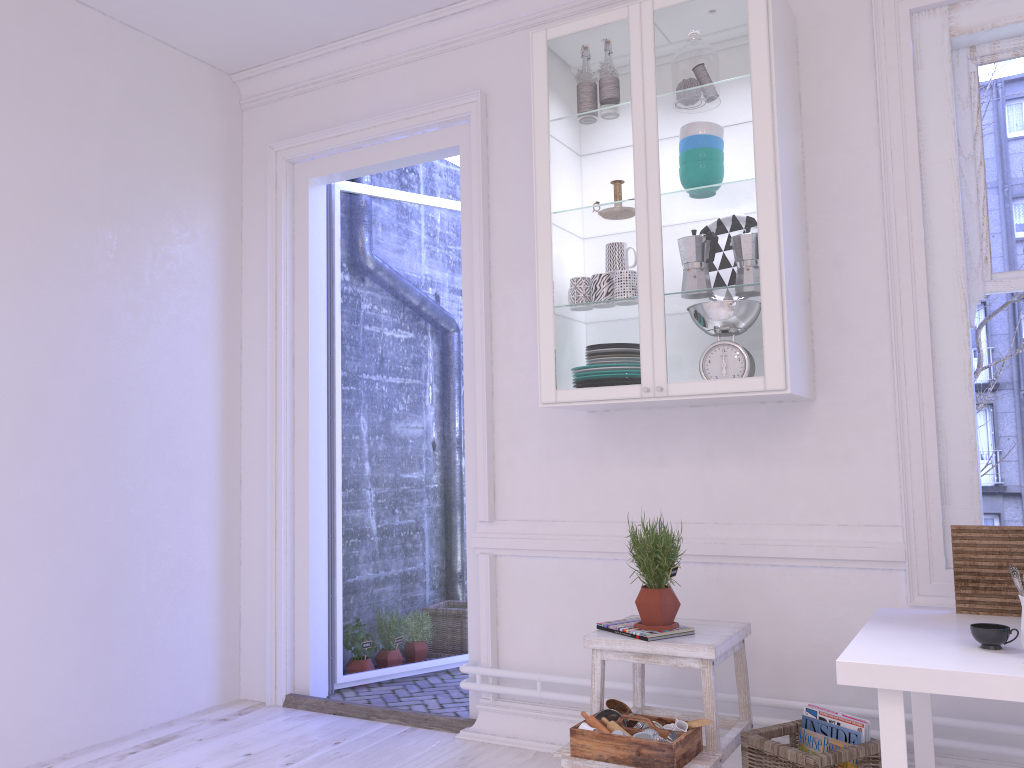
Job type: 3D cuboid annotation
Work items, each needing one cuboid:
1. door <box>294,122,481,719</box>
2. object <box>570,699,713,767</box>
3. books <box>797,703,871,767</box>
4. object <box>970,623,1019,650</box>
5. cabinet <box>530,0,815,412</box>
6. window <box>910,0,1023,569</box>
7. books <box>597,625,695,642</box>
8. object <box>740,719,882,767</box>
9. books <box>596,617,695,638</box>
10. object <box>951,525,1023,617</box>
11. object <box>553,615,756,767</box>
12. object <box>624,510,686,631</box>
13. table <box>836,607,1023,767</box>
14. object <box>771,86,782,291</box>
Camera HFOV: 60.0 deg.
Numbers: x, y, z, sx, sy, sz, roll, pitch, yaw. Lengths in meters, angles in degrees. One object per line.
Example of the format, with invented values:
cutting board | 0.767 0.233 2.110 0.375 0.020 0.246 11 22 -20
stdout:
door | -0.311 0.196 4.276 1.009 2.474 1.021 -4 -6 29
object | 0.353 0.954 2.418 0.358 0.110 0.211 -4 -6 31
books | 0.852 1.089 2.482 0.205 0.306 0.221 1 -6 -28
object | 1.064 0.562 1.970 0.079 0.048 0.082 0 -5 -11
cabinet | 0.521 -0.589 2.988 0.823 1.311 0.425 -4 -6 29
window | 1.899 -0.349 2.590 1.234 1.782 0.181 -4 -6 29
books | 0.401 0.743 2.681 0.180 0.011 0.246 2 -6 -31
object | 0.841 1.122 2.474 0.276 0.270 0.276 1 -6 -28
books | 0.401 0.734 2.682 0.180 0.007 0.246 2 -6 -31
object | 1.334 0.496 2.350 0.294 0.237 0.028 -4 -6 29
object | 0.440 1.009 2.603 0.418 0.534 0.599 -4 -6 29
object | 0.438 0.543 2.664 0.186 0.367 0.196 0 -5 -16
table | 1.535 0.873 1.814 1.514 0.619 0.736 -4 -6 29
object | 0.531 -0.588 3.007 0.811 0.651 0.376 -4 -6 29
